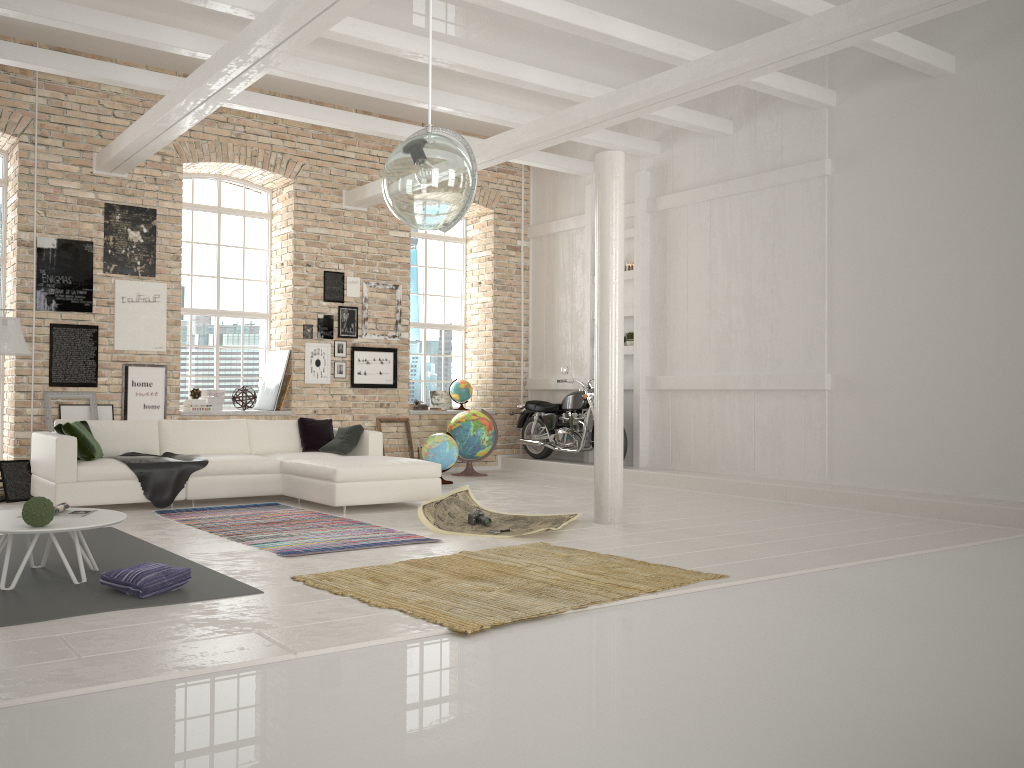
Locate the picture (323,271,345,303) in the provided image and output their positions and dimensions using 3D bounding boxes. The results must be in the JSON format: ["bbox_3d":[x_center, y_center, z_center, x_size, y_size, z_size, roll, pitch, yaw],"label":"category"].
[{"bbox_3d":[-2.275,-1.240,11.399,0.277,0.394,0.020,1,-1,-35],"label":"picture"}]

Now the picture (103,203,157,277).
[{"bbox_3d":[-4.292,-1.611,10.021,0.552,0.783,0.039,1,-1,-35],"label":"picture"}]

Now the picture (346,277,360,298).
[{"bbox_3d":[-2.057,-1.256,11.555,0.182,0.259,0.013,1,-1,-35],"label":"picture"}]

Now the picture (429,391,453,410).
[{"bbox_3d":[-1.040,0.245,13.095,0.368,0.292,0.072,1,-1,-35],"label":"picture"}]

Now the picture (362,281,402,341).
[{"bbox_3d":[-1.717,-0.959,11.778,0.566,0.749,0.027,1,-1,-35],"label":"picture"}]

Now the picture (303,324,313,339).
[{"bbox_3d":[-2.563,-0.658,11.195,0.126,0.178,0.009,1,-1,-29],"label":"picture"}]

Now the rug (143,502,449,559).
[{"bbox_3d":[-1.848,1.136,7.148,1.318,0.008,2.856,1,-1,-39],"label":"rug"}]

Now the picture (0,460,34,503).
[{"bbox_3d":[-4.770,0.939,8.614,0.204,0.404,0.310,0,-1,31],"label":"picture"}]

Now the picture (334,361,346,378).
[{"bbox_3d":[-2.206,-0.180,11.439,0.165,0.213,0.012,1,-1,-35],"label":"picture"}]

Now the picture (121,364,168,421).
[{"bbox_3d":[-4.152,0.155,10.074,0.486,0.756,0.013,1,-1,-35],"label":"picture"}]

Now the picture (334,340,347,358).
[{"bbox_3d":[-2.204,-0.449,11.444,0.165,0.213,0.012,1,-1,-35],"label":"picture"}]

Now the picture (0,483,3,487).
[{"bbox_3d":[-5.100,0.958,8.756,0.625,0.048,0.735,0,-1,31],"label":"picture"}]

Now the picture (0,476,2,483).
[{"bbox_3d":[-5.030,0.938,8.838,0.285,0.048,0.393,1,-1,-10],"label":"picture"}]

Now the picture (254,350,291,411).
[{"bbox_3d":[-3.021,-0.044,11.265,0.230,0.764,0.626,1,-1,-37],"label":"picture"}]

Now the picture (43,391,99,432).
[{"bbox_3d":[-4.696,0.373,9.523,0.510,0.582,0.302,1,-1,-36],"label":"picture"}]

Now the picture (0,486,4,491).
[{"bbox_3d":[-5.119,0.995,8.778,0.606,0.048,0.760,0,-1,11],"label":"picture"}]

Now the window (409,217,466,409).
[{"bbox_3d":[2.410,-1.144,8.250,1.341,2.988,12.175,1,-1,-38],"label":"window"}]

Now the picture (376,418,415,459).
[{"bbox_3d":[-1.525,0.828,11.766,0.474,0.748,0.236,1,-1,-35],"label":"picture"}]

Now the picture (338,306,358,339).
[{"bbox_3d":[-2.112,-0.795,11.501,0.274,0.409,0.011,1,-1,-35],"label":"picture"}]

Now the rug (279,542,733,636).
[{"bbox_3d":[-0.009,1.116,5.185,2.054,0.021,1.641,1,-1,-42],"label":"rug"}]

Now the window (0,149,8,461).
[{"bbox_3d":[-2.528,-0.906,4.806,1.341,3.655,12.175,1,-1,-38],"label":"window"}]

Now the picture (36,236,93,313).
[{"bbox_3d":[-4.826,-1.175,9.627,0.554,0.785,0.039,1,-1,-35],"label":"picture"}]

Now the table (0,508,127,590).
[{"bbox_3d":[-2.642,0.924,5.012,0.870,0.342,0.952,1,-1,-22],"label":"table"}]

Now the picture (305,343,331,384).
[{"bbox_3d":[-2.451,-0.260,11.263,0.343,0.514,0.014,1,-1,-35],"label":"picture"}]

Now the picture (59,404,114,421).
[{"bbox_3d":[-4.606,0.505,9.670,0.540,0.568,0.156,1,-1,-35],"label":"picture"}]

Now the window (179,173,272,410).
[{"bbox_3d":[-0.046,-1.191,6.539,1.341,2.988,12.175,1,-1,-38],"label":"window"}]

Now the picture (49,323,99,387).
[{"bbox_3d":[-4.759,-0.307,9.681,0.479,0.681,0.069,1,-1,-35],"label":"picture"}]

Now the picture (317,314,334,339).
[{"bbox_3d":[-2.369,-0.726,11.329,0.215,0.306,0.015,1,-1,-35],"label":"picture"}]

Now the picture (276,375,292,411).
[{"bbox_3d":[-2.896,0.114,11.147,0.162,0.460,0.386,1,-1,-38],"label":"picture"}]

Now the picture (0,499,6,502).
[{"bbox_3d":[-5.107,1.108,8.760,0.608,0.048,0.758,0,-1,13],"label":"picture"}]

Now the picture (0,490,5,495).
[{"bbox_3d":[-5.095,1.034,8.788,0.619,0.048,0.743,0,-1,23],"label":"picture"}]

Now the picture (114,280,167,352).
[{"bbox_3d":[-4.189,-0.765,10.058,0.553,0.784,0.039,1,-1,-35],"label":"picture"}]

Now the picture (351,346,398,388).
[{"bbox_3d":[-1.810,-0.213,11.706,0.669,0.535,0.033,1,-1,-35],"label":"picture"}]

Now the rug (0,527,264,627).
[{"bbox_3d":[-2.753,1.099,5.427,1.347,0.041,2.892,1,-1,-39],"label":"rug"}]

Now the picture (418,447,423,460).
[{"bbox_3d":[-1.150,1.038,12.126,0.251,0.351,0.102,1,-1,-35],"label":"picture"}]

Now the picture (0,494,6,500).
[{"bbox_3d":[-5.135,1.072,8.784,0.590,0.048,0.781,1,-1,-1],"label":"picture"}]
